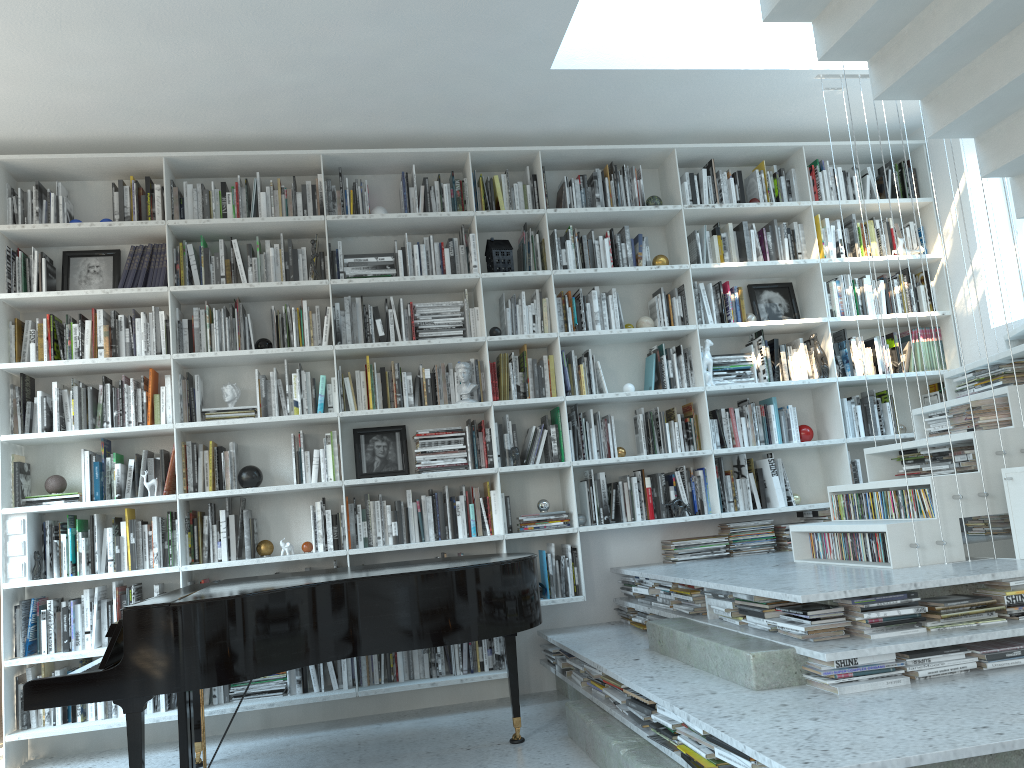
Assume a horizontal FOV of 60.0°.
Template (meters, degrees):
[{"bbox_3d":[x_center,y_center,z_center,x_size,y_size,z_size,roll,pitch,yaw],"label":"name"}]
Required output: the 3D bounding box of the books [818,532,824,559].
[{"bbox_3d":[1.563,0.784,4.328,0.125,0.125,0.009,-4,-8,-11],"label":"books"}]

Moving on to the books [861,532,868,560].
[{"bbox_3d":[1.627,0.724,3.966,0.125,0.125,0.008,-4,-8,-11],"label":"books"}]

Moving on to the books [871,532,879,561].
[{"bbox_3d":[1.641,0.710,3.883,0.125,0.125,0.007,-4,-8,-11],"label":"books"}]

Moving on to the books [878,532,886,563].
[{"bbox_3d":[1.650,0.702,3.834,0.125,0.125,0.010,-4,-8,-11],"label":"books"}]

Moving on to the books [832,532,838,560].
[{"bbox_3d":[1.585,0.763,4.201,0.125,0.125,0.008,-4,-8,-11],"label":"books"}]

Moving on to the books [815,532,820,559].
[{"bbox_3d":[1.557,0.789,4.360,0.125,0.125,0.008,-4,-8,-11],"label":"books"}]

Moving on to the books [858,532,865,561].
[{"bbox_3d":[1.623,0.728,3.990,0.125,0.125,0.010,-4,-8,-11],"label":"books"}]

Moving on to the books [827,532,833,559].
[{"bbox_3d":[1.577,0.771,4.247,0.125,0.125,0.008,-4,-8,-11],"label":"books"}]

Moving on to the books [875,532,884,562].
[{"bbox_3d":[1.647,0.705,3.854,0.125,0.125,0.008,-4,-8,-11],"label":"books"}]

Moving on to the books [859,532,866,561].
[{"bbox_3d":[1.624,0.727,3.981,0.125,0.125,0.008,-4,-8,-11],"label":"books"}]

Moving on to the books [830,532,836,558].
[{"bbox_3d":[1.581,0.767,4.223,0.125,0.125,0.009,-4,-8,-11],"label":"books"}]

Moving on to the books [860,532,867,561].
[{"bbox_3d":[1.625,0.725,3.973,0.125,0.125,0.008,-4,-8,-11],"label":"books"}]

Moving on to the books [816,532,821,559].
[{"bbox_3d":[1.559,0.788,4.352,0.125,0.125,0.010,-4,-8,-11],"label":"books"}]

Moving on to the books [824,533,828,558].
[{"bbox_3d":[1.572,0.775,4.275,0.125,0.125,0.007,-4,-8,-11],"label":"books"}]

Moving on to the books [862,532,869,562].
[{"bbox_3d":[1.628,0.723,3.959,0.125,0.125,0.007,-4,-8,-11],"label":"books"}]

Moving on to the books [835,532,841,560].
[{"bbox_3d":[1.589,0.759,4.178,0.125,0.125,0.007,-4,-8,-11],"label":"books"}]

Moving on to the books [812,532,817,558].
[{"bbox_3d":[1.552,0.794,4.390,0.125,0.125,0.009,-4,-8,-11],"label":"books"}]

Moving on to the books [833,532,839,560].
[{"bbox_3d":[1.587,0.762,4.193,0.125,0.125,0.009,-4,-8,-11],"label":"books"}]

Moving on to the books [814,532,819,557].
[{"bbox_3d":[1.556,0.791,4.367,0.125,0.125,0.008,-4,-8,-11],"label":"books"}]

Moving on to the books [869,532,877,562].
[{"bbox_3d":[1.638,0.714,3.902,0.125,0.125,0.012,-4,-8,-11],"label":"books"}]

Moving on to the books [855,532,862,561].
[{"bbox_3d":[1.619,0.732,4.012,0.125,0.125,0.008,-4,-8,-11],"label":"books"}]

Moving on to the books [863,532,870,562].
[{"bbox_3d":[1.629,0.722,3.952,0.125,0.125,0.008,-4,-8,-11],"label":"books"}]

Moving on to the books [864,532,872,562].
[{"bbox_3d":[1.632,0.719,3.935,0.125,0.125,0.011,-4,-8,-11],"label":"books"}]

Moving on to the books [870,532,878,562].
[{"bbox_3d":[1.640,0.712,3.891,0.125,0.125,0.008,-4,-8,-11],"label":"books"}]

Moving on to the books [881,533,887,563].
[{"bbox_3d":[1.653,0.699,3.816,0.125,0.125,0.012,-4,-8,-11],"label":"books"}]

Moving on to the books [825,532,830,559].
[{"bbox_3d":[1.573,0.774,4.268,0.125,0.125,0.007,-4,-8,-11],"label":"books"}]

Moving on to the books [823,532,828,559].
[{"bbox_3d":[1.569,0.778,4.291,0.125,0.125,0.008,-4,-8,-11],"label":"books"}]

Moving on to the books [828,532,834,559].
[{"bbox_3d":[1.579,0.769,4.239,0.125,0.125,0.007,-4,-8,-11],"label":"books"}]

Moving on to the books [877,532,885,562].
[{"bbox_3d":[1.648,0.704,3.844,0.125,0.125,0.010,-4,-8,-11],"label":"books"}]

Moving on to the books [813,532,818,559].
[{"bbox_3d":[1.553,0.793,4.382,0.125,0.125,0.007,-4,-8,-11],"label":"books"}]

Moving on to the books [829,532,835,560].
[{"bbox_3d":[1.580,0.768,4.231,0.125,0.125,0.008,-4,-8,-11],"label":"books"}]

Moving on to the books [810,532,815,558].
[{"bbox_3d":[1.549,0.797,4.408,0.125,0.125,0.008,-4,-8,-11],"label":"books"}]

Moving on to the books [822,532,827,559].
[{"bbox_3d":[1.568,0.779,4.298,0.125,0.125,0.008,-4,-8,-11],"label":"books"}]

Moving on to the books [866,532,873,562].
[{"bbox_3d":[1.634,0.718,3.926,0.125,0.125,0.008,-4,-8,-11],"label":"books"}]

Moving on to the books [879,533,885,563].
[{"bbox_3d":[1.651,0.701,3.826,0.125,0.125,0.008,-4,-8,-11],"label":"books"}]

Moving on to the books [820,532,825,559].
[{"bbox_3d":[1.566,0.781,4.313,0.125,0.125,0.008,-4,-8,-11],"label":"books"}]

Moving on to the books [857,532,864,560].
[{"bbox_3d":[1.621,0.729,3.997,0.125,0.125,0.010,-4,-8,-11],"label":"books"}]

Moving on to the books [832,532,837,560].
[{"bbox_3d":[1.584,0.764,4.208,0.125,0.125,0.007,-4,-8,-11],"label":"books"}]

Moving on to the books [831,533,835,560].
[{"bbox_3d":[1.583,0.765,4.215,0.125,0.125,0.007,-4,-8,-11],"label":"books"}]

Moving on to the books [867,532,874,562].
[{"bbox_3d":[1.635,0.716,3.918,0.125,0.125,0.008,-4,-8,-11],"label":"books"}]

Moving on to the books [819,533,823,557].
[{"bbox_3d":[1.564,0.783,4.320,0.125,0.125,0.007,-4,-8,-11],"label":"books"}]

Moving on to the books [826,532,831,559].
[{"bbox_3d":[1.575,0.773,4.261,0.125,0.125,0.007,-4,-8,-11],"label":"books"}]

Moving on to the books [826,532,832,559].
[{"bbox_3d":[1.576,0.772,4.253,0.125,0.125,0.008,-4,-8,-11],"label":"books"}]

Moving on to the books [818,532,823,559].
[{"bbox_3d":[1.562,0.785,4.335,0.125,0.125,0.009,-4,-8,-11],"label":"books"}]

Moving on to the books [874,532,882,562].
[{"bbox_3d":[1.645,0.707,3.861,0.125,0.125,0.008,-4,-8,-11],"label":"books"}]

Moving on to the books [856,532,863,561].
[{"bbox_3d":[1.620,0.730,4.004,0.125,0.125,0.008,-4,-8,-11],"label":"books"}]

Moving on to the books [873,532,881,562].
[{"bbox_3d":[1.644,0.708,3.869,0.125,0.125,0.007,-4,-8,-11],"label":"books"}]

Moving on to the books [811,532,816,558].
[{"bbox_3d":[1.550,0.796,4.399,0.125,0.125,0.010,-4,-8,-11],"label":"books"}]

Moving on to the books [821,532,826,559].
[{"bbox_3d":[1.567,0.780,4.306,0.125,0.125,0.008,-4,-8,-11],"label":"books"}]

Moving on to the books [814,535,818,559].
[{"bbox_3d":[1.555,0.792,4.375,0.125,0.125,0.007,-4,-8,-11],"label":"books"}]

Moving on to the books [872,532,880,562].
[{"bbox_3d":[1.643,0.709,3.876,0.125,0.125,0.007,-4,-8,-11],"label":"books"}]

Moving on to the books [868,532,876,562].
[{"bbox_3d":[1.636,0.715,3.911,0.125,0.125,0.010,-4,-8,-11],"label":"books"}]

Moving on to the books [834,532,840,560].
[{"bbox_3d":[1.588,0.760,4.186,0.125,0.125,0.008,-4,-8,-11],"label":"books"}]

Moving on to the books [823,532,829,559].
[{"bbox_3d":[1.571,0.776,4.282,0.125,0.125,0.008,-4,-8,-11],"label":"books"}]

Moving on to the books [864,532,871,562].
[{"bbox_3d":[1.631,0.720,3.942,0.125,0.125,0.011,-4,-8,-11],"label":"books"}]

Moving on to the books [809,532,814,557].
[{"bbox_3d":[1.548,0.798,4.415,0.125,0.125,0.008,-4,-8,-11],"label":"books"}]

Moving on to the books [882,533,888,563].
[{"bbox_3d":[1.655,0.697,3.805,0.125,0.125,0.010,-4,-8,-11],"label":"books"}]

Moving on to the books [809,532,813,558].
[{"bbox_3d":[1.546,0.800,4.423,0.125,0.125,0.007,-4,-8,-11],"label":"books"}]

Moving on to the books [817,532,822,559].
[{"bbox_3d":[1.560,0.787,4.344,0.125,0.125,0.007,-4,-8,-11],"label":"books"}]
